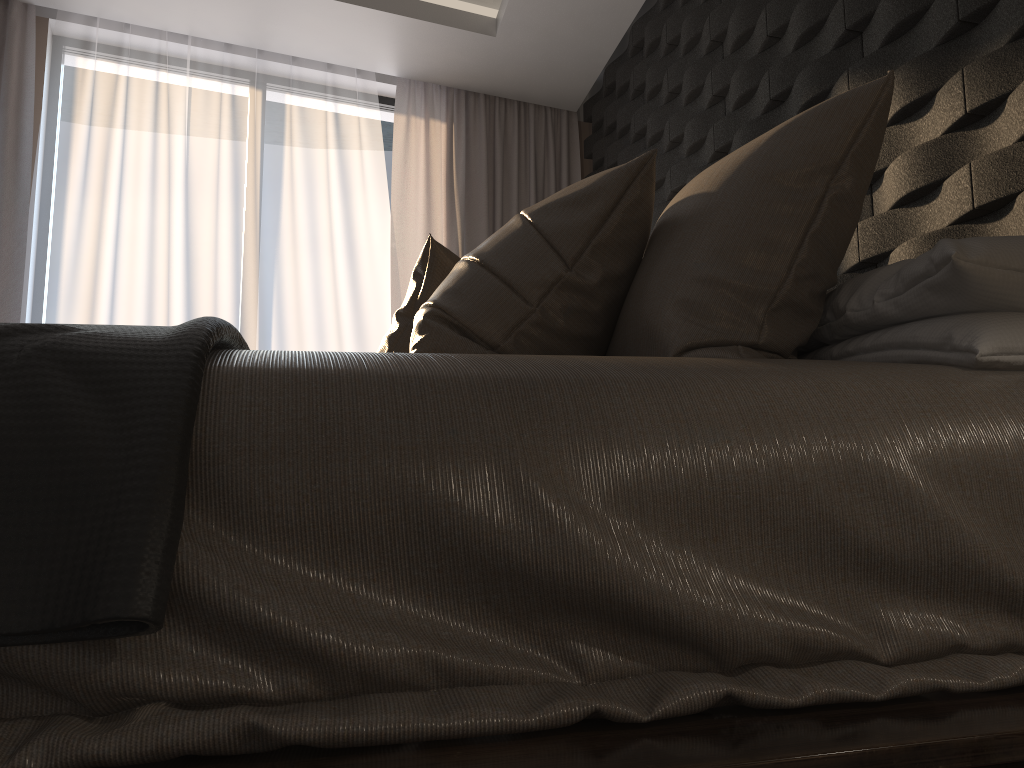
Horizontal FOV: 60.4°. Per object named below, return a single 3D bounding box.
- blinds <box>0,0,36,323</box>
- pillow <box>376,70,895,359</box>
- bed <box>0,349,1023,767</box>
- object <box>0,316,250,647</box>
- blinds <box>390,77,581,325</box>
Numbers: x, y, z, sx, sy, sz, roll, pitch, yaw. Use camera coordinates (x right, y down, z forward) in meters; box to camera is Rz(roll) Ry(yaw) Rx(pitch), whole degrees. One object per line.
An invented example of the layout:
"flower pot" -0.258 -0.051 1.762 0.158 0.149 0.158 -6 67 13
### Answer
"blinds" -2.375 -0.421 3.119 1.095 2.645 0.343 3 -9 -24
"pillow" 0.092 -0.193 1.811 0.923 0.519 1.224 1 -8 -12
"bed" -0.286 0.345 1.580 2.360 0.625 2.224 1 -8 -14
"object" -0.735 0.158 1.472 0.636 0.323 1.991 1 -8 -12
"blinds" -0.062 -0.317 4.233 1.044 2.644 0.325 4 -9 -24
